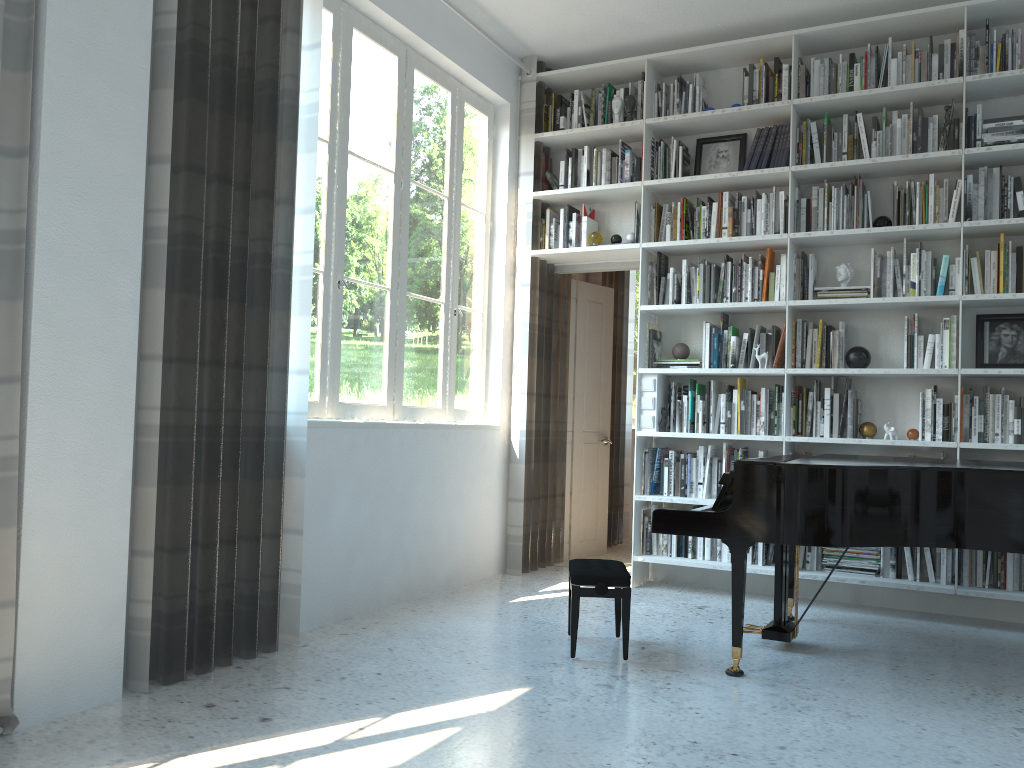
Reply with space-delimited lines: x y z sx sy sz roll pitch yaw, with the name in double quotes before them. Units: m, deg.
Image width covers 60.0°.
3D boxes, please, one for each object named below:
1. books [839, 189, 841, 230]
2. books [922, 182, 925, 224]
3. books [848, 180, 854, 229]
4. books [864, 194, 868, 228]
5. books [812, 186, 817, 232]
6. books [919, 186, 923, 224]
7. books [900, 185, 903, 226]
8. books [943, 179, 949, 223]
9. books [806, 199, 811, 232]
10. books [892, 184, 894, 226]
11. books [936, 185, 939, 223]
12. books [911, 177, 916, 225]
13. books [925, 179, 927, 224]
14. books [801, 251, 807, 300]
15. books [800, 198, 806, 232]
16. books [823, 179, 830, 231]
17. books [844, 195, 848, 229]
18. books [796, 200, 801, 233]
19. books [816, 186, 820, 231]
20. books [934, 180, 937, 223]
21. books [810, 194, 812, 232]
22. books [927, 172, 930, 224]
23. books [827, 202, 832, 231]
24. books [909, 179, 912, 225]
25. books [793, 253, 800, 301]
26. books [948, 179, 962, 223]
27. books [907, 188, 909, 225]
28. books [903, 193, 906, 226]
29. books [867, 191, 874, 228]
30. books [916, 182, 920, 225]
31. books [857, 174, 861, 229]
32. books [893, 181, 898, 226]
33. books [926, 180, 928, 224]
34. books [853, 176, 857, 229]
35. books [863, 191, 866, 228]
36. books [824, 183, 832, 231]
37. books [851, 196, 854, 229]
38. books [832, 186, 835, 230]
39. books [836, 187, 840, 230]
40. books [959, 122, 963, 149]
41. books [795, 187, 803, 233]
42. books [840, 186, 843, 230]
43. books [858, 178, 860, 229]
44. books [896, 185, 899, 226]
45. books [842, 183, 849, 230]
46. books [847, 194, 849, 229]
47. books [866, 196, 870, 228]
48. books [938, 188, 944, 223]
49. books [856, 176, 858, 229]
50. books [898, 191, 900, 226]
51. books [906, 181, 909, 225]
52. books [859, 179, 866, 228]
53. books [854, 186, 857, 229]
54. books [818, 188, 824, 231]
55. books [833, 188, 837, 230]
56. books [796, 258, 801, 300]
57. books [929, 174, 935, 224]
"books" 1.820 -0.933 4.895 0.011 0.255 0.152 1 -2 27
"books" 2.187 -0.929 4.705 0.017 0.253 0.139 1 -2 27
"books" 1.862 -0.951 4.861 0.011 0.291 0.176 1 -2 27
"books" 1.938 -0.912 4.844 0.012 0.218 0.151 1 -2 27
"books" 1.700 -0.946 4.950 0.026 0.279 0.151 1 -2 27
"books" 2.180 -0.920 4.722 0.011 0.236 0.130 1 -2 27
"books" 2.081 -0.922 4.736 0.005 0.236 0.178 1 -2 27
"books" 2.277 -0.929 4.652 0.022 0.257 0.155 1 -2 27
"books" 1.675 -0.915 4.984 0.024 0.219 0.140 1 -2 27
"books" 2.059 -0.930 4.780 0.005 0.254 0.161 1 -2 27
"books" 2.245 -0.915 4.678 0.011 0.229 0.166 1 -2 27
"books" 2.149 -0.946 4.737 0.033 0.287 0.155 1 -2 27
"books" 2.196 -0.935 4.700 0.004 0.265 0.142 1 -2 27
"books" 1.643 -0.587 4.991 0.011 0.298 0.135 1 -2 27
"books" 1.652 -0.918 4.997 0.029 0.225 0.136 1 -2 27
"books" 1.752 -0.964 4.936 0.011 0.317 0.154 1 -2 27
"books" 1.839 -0.910 4.865 0.011 0.209 0.181 1 -2 27
"books" 1.621 -0.911 4.985 0.015 0.207 0.186 1 -2 27
"books" 1.714 -0.944 4.939 0.012 0.276 0.157 1 -2 27
"books" 2.234 -0.930 4.680 0.010 0.257 0.140 1 -2 27
"books" 1.686 -0.926 4.964 0.012 0.240 0.134 1 -2 27
"books" 2.205 -0.954 4.692 0.006 0.303 0.165 1 -2 27
"books" 1.775 -0.899 4.917 0.029 0.186 0.149 1 -2 27
"books" 2.127 -0.941 4.736 0.005 0.275 0.157 1 -2 27
"books" 1.607 -0.581 4.996 0.012 0.285 0.159 1 -2 27
"books" 2.306 -0.920 4.613 0.064 0.237 0.209 1 -2 27
"books" 2.112 -0.912 4.718 0.006 0.216 0.181 1 -2 27
"books" 2.106 -0.903 4.747 0.011 0.200 0.162 1 -2 27
"books" 1.956 -0.919 4.825 0.031 0.232 0.148 1 -2 27
"books" 2.153 -0.926 4.695 0.013 0.243 0.189 1 -2 27
"books" 1.905 -0.969 4.858 0.005 0.331 0.161 1 -2 27
"books" 2.070 -0.941 4.783 0.012 0.275 0.129 1 -2 27
"books" 2.198 -0.929 4.692 0.006 0.253 0.180 1 -2 27
"books" 1.886 -0.964 4.865 0.004 0.320 0.153 1 -2 27
"books" 1.932 -0.921 4.855 0.009 0.236 0.134 1 -2 27
"books" 1.751 -0.948 4.912 0.010 0.283 0.184 1 -2 27
"books" 1.883 -0.912 4.877 0.012 0.217 0.133 1 -2 27
"books" 1.781 -0.938 4.888 0.009 0.263 0.189 1 -2 27
"books" 1.811 -0.936 4.901 0.010 0.261 0.169 1 -2 27
"books" 2.360 -1.262 4.658 0.019 0.194 0.098 1 -2 27
"books" 1.618 -0.949 5.007 0.012 0.285 0.159 1 -2 27
"books" 1.822 -0.936 4.877 0.009 0.261 0.180 1 -2 27
"books" 1.908 -0.957 4.854 0.005 0.305 0.162 1 -2 27
"books" 2.069 -0.924 4.752 0.005 0.240 0.173 1 -2 27
"books" 1.834 -0.945 4.878 0.011 0.279 0.169 1 -2 27
"books" 1.860 -0.917 4.883 0.011 0.226 0.129 1 -2 27
"books" 1.944 -0.908 4.839 0.004 0.209 0.132 1 -2 27
"books" 2.261 -0.908 4.670 0.024 0.216 0.142 1 -2 27
"books" 1.901 -0.962 4.863 0.005 0.316 0.157 1 -2 27
"books" 2.084 -0.911 4.763 0.013 0.216 0.149 1 -2 27
"books" 2.120 -0.936 4.751 0.009 0.266 0.149 1 -2 27
"books" 1.909 -0.948 4.830 0.011 0.287 0.189 1 -2 27
"books" 1.888 -0.935 4.854 0.010 0.261 0.158 1 -2 27
"books" 1.730 -0.937 4.931 0.024 0.262 0.177 1 -2 27
"books" 1.790 -0.932 4.884 0.012 0.251 0.184 1 -2 27
"books" 1.619 -0.567 4.982 0.024 0.257 0.134 1 -2 27
"books" 2.217 -0.944 4.682 0.022 0.284 0.190 1 -2 27
